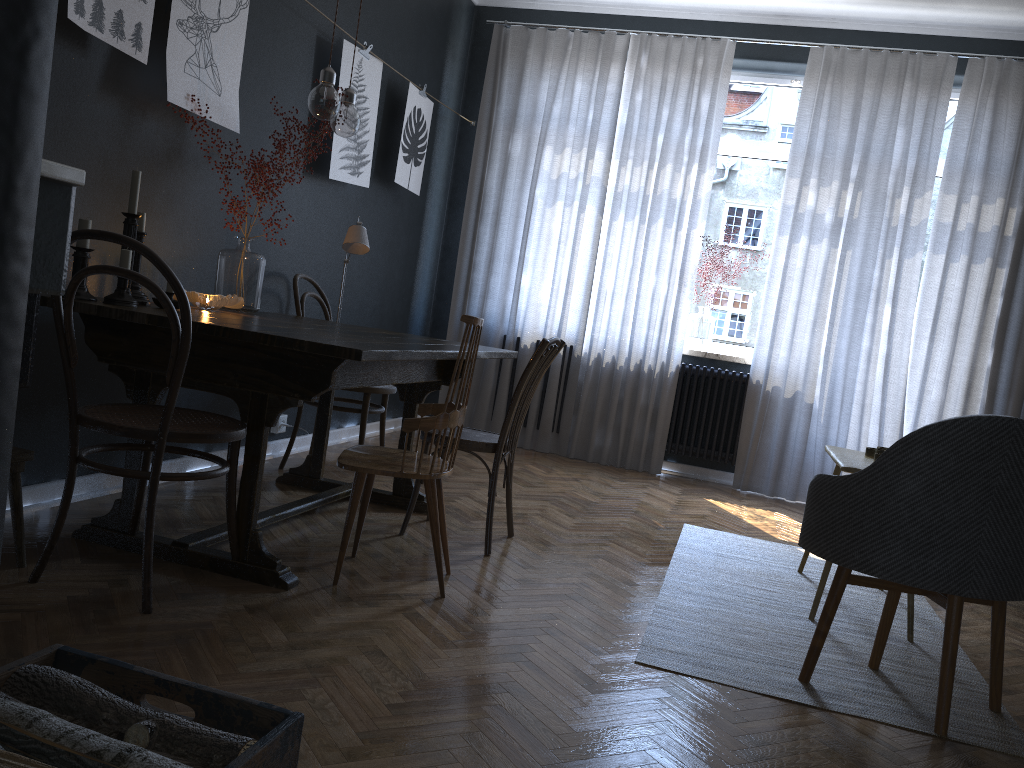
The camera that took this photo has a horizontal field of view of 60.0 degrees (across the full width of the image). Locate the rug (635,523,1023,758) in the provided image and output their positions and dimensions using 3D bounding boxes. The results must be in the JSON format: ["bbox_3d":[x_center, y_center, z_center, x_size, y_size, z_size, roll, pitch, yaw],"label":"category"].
[{"bbox_3d":[1.060,0.799,3.224,1.003,0.013,2.010,10,4,14],"label":"rug"}]

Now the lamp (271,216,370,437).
[{"bbox_3d":[-0.841,-0.228,4.112,0.242,1.071,0.798,6,6,-31],"label":"lamp"}]

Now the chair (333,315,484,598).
[{"bbox_3d":[-0.327,0.191,2.759,0.384,0.858,0.455,9,5,-1],"label":"chair"}]

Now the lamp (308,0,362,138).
[{"bbox_3d":[0.027,-1.571,2.712,0.583,1.576,1.587,4,7,-44],"label":"lamp"}]

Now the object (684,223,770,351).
[{"bbox_3d":[1.308,-0.616,5.780,0.514,0.810,0.598,8,5,-12],"label":"object"}]

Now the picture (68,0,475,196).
[{"bbox_3d":[-0.887,-1.374,4.040,0.058,0.772,4.454,10,4,14],"label":"picture"}]

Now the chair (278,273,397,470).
[{"bbox_3d":[-0.823,-0.035,4.266,0.549,0.922,0.437,10,5,12],"label":"chair"}]

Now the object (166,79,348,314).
[{"bbox_3d":[-1.017,-0.746,3.449,0.639,0.932,0.555,7,5,-15],"label":"object"}]

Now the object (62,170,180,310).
[{"bbox_3d":[-1.163,-0.452,2.708,0.223,0.420,0.368,10,5,15],"label":"object"}]

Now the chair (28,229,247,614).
[{"bbox_3d":[-0.967,0.083,2.376,0.437,0.922,0.549,10,5,17],"label":"chair"}]

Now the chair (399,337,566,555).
[{"bbox_3d":[-0.111,0.192,3.378,0.466,0.821,0.362,10,5,14],"label":"chair"}]

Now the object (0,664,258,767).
[{"bbox_3d":[-0.533,0.481,0.918,0.369,0.247,0.532,10,5,14],"label":"object"}]

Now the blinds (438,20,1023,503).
[{"bbox_3d":[1.547,-0.726,5.619,3.990,2.793,0.312,10,5,14],"label":"blinds"}]

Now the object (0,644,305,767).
[{"bbox_3d":[-0.540,0.557,0.925,0.383,0.326,0.552,10,5,14],"label":"object"}]

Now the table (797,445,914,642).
[{"bbox_3d":[1.300,0.554,3.288,0.339,0.550,0.787,10,5,14],"label":"table"}]

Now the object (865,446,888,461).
[{"bbox_3d":[1.404,0.268,3.386,0.103,0.033,0.369,11,5,25],"label":"object"}]

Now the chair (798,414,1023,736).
[{"bbox_3d":[1.137,0.462,2.363,0.645,0.812,0.494,8,5,-8],"label":"chair"}]

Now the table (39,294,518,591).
[{"bbox_3d":[-0.768,0.152,3.198,1.125,0.728,1.603,10,5,14],"label":"table"}]

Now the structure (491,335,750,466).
[{"bbox_3d":[0.756,0.099,5.933,1.845,0.601,0.215,10,5,14],"label":"structure"}]

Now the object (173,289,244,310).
[{"bbox_3d":[-1.093,-0.301,3.176,0.252,0.072,0.254,10,5,21],"label":"object"}]

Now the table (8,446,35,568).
[{"bbox_3d":[-1.506,0.317,2.261,0.364,0.318,0.369,10,5,14],"label":"table"}]

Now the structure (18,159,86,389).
[{"bbox_3d":[-1.171,0.122,1.152,1.065,0.982,0.833,10,5,14],"label":"structure"}]
